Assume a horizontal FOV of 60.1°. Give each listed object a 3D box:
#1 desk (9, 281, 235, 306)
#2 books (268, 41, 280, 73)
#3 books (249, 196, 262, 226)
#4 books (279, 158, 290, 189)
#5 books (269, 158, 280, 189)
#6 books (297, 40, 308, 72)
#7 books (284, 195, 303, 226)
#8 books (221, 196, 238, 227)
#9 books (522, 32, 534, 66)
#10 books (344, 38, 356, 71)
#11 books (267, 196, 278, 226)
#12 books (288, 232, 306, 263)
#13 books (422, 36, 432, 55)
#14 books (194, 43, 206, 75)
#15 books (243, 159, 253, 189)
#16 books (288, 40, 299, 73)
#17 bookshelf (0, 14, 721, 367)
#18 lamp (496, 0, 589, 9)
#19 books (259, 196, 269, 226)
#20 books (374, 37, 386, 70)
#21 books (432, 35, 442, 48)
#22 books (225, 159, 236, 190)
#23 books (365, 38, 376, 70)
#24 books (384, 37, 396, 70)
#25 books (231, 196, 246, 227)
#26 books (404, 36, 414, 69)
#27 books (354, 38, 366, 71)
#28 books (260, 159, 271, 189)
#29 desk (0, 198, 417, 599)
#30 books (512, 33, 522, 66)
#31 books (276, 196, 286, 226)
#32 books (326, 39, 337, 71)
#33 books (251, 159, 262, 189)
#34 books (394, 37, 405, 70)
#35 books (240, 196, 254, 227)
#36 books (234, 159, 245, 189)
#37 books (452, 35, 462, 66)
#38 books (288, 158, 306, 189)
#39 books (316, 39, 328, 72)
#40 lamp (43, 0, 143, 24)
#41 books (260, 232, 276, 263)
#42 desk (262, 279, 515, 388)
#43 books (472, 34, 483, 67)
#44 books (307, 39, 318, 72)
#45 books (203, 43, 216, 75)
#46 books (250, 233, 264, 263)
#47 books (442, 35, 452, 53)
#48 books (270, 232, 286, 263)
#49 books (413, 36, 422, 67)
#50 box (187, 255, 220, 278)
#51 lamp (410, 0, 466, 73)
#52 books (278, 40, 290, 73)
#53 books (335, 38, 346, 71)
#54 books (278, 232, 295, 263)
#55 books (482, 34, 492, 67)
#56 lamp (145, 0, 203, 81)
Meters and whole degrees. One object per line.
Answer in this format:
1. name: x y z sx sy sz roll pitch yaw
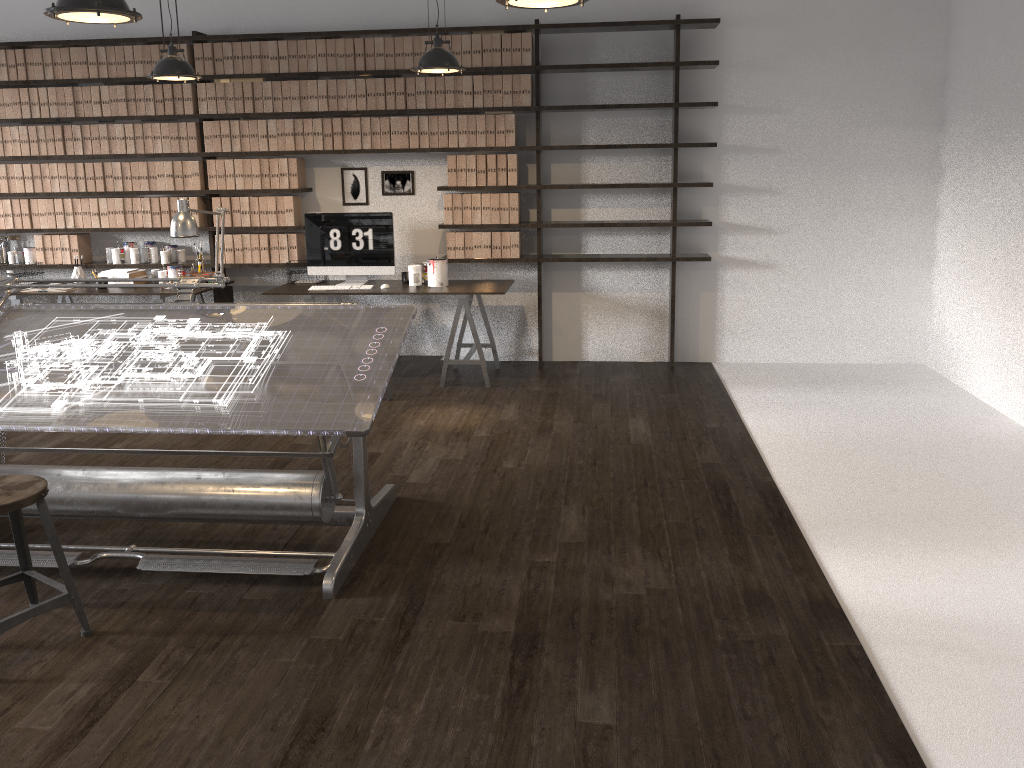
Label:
1. desk: -2.968 -0.389 6.565 1.668 0.663 0.662 0 13 6
2. books: -1.699 -2.362 6.428 0.067 0.223 0.176 0 12 6
3. books: -1.903 -1.299 6.666 0.067 0.223 0.176 0 12 6
4. books: -1.666 -1.563 6.584 0.067 0.223 0.176 0 12 6
5. books: -1.736 -1.564 6.595 0.067 0.223 0.176 0 12 6
6. books: -1.487 -2.361 6.410 0.067 0.223 0.176 0 12 6
7. books: -1.637 -1.296 6.636 0.067 0.223 0.176 0 12 6
8. books: -2.119 -1.299 6.684 0.067 0.223 0.176 0 12 6
9. books: 0.111 -2.347 6.239 0.067 0.223 0.176 0 12 6
10. books: -1.146 -2.358 6.374 0.067 0.223 0.176 0 12 6
11. books: -1.766 -1.296 6.646 0.067 0.223 0.176 0 12 6
12. books: -1.625 -1.027 6.691 0.067 0.223 0.176 0 12 6
13. books: -0.590 -2.353 6.312 0.067 0.223 0.176 0 12 6
14. books: -2.255 -2.368 6.490 0.067 0.223 0.176 0 12 6
15. books: -1.940 -1.566 6.615 0.067 0.223 0.176 0 12 6
16. books: -1.557 -2.362 6.415 0.067 0.223 0.176 0 12 6
17. bookshelf: -3.111 -1.041 6.932 9.176 3.176 0.377 0 11 6
18. lamp: 0.083 -2.345 2.682 0.311 2.230 0.315 -4 12 -14
19. books: -1.833 -1.298 6.659 0.067 0.223 0.176 0 12 6
20. books: -0.927 -2.355 6.346 0.067 0.223 0.176 0 12 6
21. books: -0.518 -2.352 6.303 0.067 0.223 0.176 0 12 6
22. books: -2.075 -1.566 6.626 0.067 0.223 0.176 0 12 6
23. books: -0.997 -2.357 6.358 0.067 0.223 0.176 0 12 6
24. books: -0.856 -2.356 6.343 0.067 0.223 0.176 0 12 6
25. books: -2.044 -1.300 6.682 0.067 0.223 0.176 0 12 6
26. books: -0.719 -2.353 6.323 0.067 0.223 0.176 0 12 6
27. books: -1.073 -2.356 6.361 0.067 0.223 0.176 0 12 6
28. books: -1.807 -1.565 6.603 0.067 0.223 0.176 0 12 6
29. desk: -1.461 -0.047 3.600 2.068 1.373 1.088 0 12 6
30. books: 0.042 -2.348 6.250 0.067 0.223 0.176 0 12 6
31. books: -1.699 -1.297 6.644 0.067 0.223 0.176 0 12 6
32. books: -1.274 -2.358 6.381 0.067 0.223 0.176 0 12 6
33. books: -1.875 -1.564 6.604 0.067 0.223 0.176 0 12 6
34. books: -0.786 -2.355 6.336 0.067 0.223 0.176 0 12 6
35. books: -1.974 -1.298 6.670 0.067 0.223 0.176 0 12 6
36. books: -2.003 -1.566 6.620 0.067 0.223 0.176 0 12 6
37. books: -0.378 -2.352 6.294 0.067 0.223 0.176 0 12 6
38. books: -1.595 -1.563 6.581 0.067 0.223 0.176 0 12 6
39. books: -1.346 -2.358 6.388 0.067 0.223 0.176 0 12 6
40. lamp: -1.463 -2.358 2.844 0.311 2.230 0.315 6 13 30
41. books: -1.841 -1.028 6.709 0.067 0.223 0.176 0 12 6
42. desk: -0.839 -0.370 6.342 1.668 0.663 0.662 0 13 6
43. books: -0.237 -2.349 6.272 0.067 0.223 0.176 0 12 6
44. books: -1.418 -2.360 6.399 0.067 0.223 0.176 0 12 6
45. books: -2.181 -2.366 6.477 0.067 0.223 0.176 0 12 6
46. books: -1.914 -1.030 6.722 0.067 0.223 0.176 0 12 6
47. books: -0.448 -2.352 6.299 0.067 0.223 0.176 0 12 6
48. books: -1.766 -1.028 6.706 0.067 0.223 0.176 0 12 6
49. books: -0.652 -2.354 6.320 0.067 0.223 0.176 0 12 6
50. box: -2.261 -0.839 6.513 0.212 0.205 0.139 0 12 6
51. lamp: -0.433 -2.855 4.766 0.311 2.230 0.315 6 13 30
52. books: -1.627 -2.361 6.419 0.067 0.223 0.176 0 12 6
53. books: -1.211 -2.358 6.378 0.067 0.223 0.176 0 12 6
54. books: -1.696 -1.027 6.694 0.067 0.223 0.176 0 12 6
55. books: -0.166 -2.348 6.265 0.067 0.223 0.176 0 12 6
56. lamp: -1.979 -2.868 4.928 0.311 2.230 0.315 6 13 30
